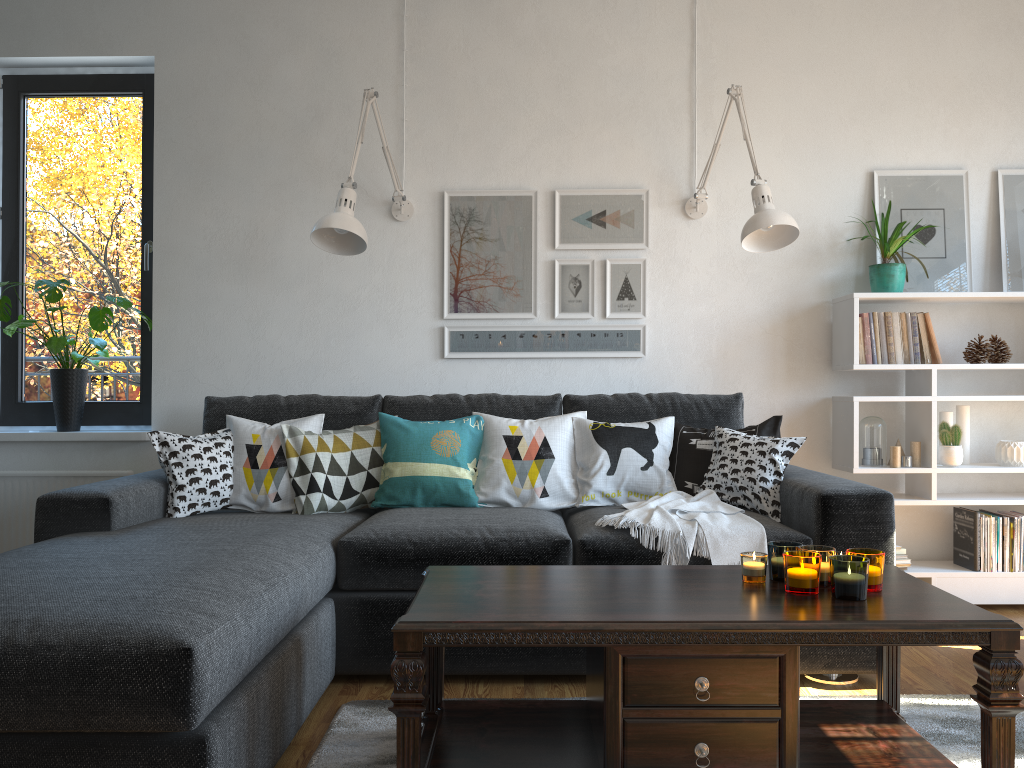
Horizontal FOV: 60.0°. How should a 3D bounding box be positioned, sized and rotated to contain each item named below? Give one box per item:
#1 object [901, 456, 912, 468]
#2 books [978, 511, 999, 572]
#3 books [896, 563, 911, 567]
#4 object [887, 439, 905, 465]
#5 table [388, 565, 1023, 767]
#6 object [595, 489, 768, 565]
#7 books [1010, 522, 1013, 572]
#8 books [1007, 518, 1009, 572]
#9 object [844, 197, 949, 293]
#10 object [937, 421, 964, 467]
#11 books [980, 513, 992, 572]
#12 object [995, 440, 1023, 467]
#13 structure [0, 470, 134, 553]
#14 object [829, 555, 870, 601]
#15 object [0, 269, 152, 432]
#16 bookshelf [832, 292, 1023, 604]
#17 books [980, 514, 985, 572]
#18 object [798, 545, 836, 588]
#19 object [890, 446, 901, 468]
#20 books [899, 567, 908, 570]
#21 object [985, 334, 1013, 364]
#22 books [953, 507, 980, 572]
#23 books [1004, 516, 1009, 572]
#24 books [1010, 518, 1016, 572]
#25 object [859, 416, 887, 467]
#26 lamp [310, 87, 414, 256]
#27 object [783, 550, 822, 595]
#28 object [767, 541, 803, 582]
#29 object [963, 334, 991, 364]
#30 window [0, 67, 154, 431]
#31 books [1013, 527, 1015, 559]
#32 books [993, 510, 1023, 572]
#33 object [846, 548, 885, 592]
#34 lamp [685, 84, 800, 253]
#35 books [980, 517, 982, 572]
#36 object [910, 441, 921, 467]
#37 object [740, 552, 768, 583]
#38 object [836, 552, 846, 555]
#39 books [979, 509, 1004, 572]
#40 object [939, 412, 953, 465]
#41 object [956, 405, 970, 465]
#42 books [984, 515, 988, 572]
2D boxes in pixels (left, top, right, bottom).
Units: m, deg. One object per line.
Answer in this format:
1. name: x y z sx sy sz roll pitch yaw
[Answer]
1. object: 1.542 0.361 3.461 0.040 0.044 0.040 0 -1 27
2. books: 1.875 0.677 3.496 0.007 0.214 0.171 0 0 1
3. books: 1.477 0.762 3.538 0.123 0.012 0.211 0 -1 -9
4. object: 1.544 0.330 3.543 0.062 0.108 0.062 0 0 1
5. table: 0.369 0.677 1.932 1.179 0.409 0.570 0 -1 1
6. object: 0.486 0.501 2.800 0.488 0.212 0.606 0 -1 -3
7. books: 1.928 0.691 3.487 0.005 0.191 0.152 0 0 1
8. books: 1.912 0.678 3.499 0.003 0.214 0.177 0 0 1
9. object: 1.512 -0.479 3.538 0.424 0.372 0.387 0 -1 -13
10. object: 1.711 0.296 3.458 0.088 0.173 0.087 0 0 17
11. books: 1.849 0.676 3.501 0.003 0.216 0.173 0 0 1
12. object: 1.984 0.336 3.501 0.132 0.097 0.134 1 -1 -29
13. structure: -1.802 0.615 3.673 0.817 0.459 0.076 0 0 -2
14. object: 0.703 0.431 1.845 0.079 0.081 0.079 0 -1 -4
15. object: -1.844 -0.113 3.624 0.657 0.675 0.447 0 0 -9
16. bookshelf: 1.912 0.309 3.530 1.189 1.200 0.237 0 0 1
17. books: 1.825 0.675 3.509 0.005 0.219 0.176 0 0 1
18. object: 0.679 0.434 1.968 0.079 0.081 0.079 0 -1 -4
19. object: 1.470 0.341 3.511 0.079 0.084 0.176 0 -1 -31
20. books: 1.465 0.776 3.539 0.145 0.018 0.184 0 -1 -10
21. object: 1.936 -0.073 3.532 0.101 0.125 0.096 0 0 16
22. books: 1.801 0.670 3.506 0.025 0.228 0.168 0 0 1
23. books: 1.915 0.681 3.503 0.006 0.209 0.170 0 0 0
24. books: 1.937 0.682 3.473 0.006 0.204 0.124 0 0 1
25. object: 1.444 0.285 3.552 0.108 0.197 0.108 0 0 12
26. lamp: -0.573 -0.762 3.368 0.200 0.669 0.698 0 -1 10
27. object: 0.623 0.432 1.899 0.079 0.081 0.079 0 -1 -4
28. object: 0.625 0.435 2.025 0.079 0.081 0.079 0 -1 -4
29. object: 1.855 -0.075 3.536 0.094 0.127 0.102 0 0 -44
30. window: -6.968 1.895 16.685 13.975 18.365 24.384 0 -1 7
31. books: 1.932 0.695 3.480 0.005 0.180 0.150 0 0 1
32. books: 1.986 0.680 3.502 0.092 0.217 0.191 0 0 1
33. object: 0.769 0.433 1.926 0.079 0.081 0.079 0 -1 -4
34. lamp: 0.860 -0.756 3.351 0.200 0.669 0.698 0 -1 -9
35. books: 1.816 0.680 3.507 0.005 0.209 0.170 0 0 1
36. object: 1.584 0.334 3.478 0.039 0.099 0.039 0 0 -3
37. object: 0.550 0.444 2.009 0.060 0.061 0.060 0 -1 6
38. object: 0.746 0.445 2.003 0.060 0.061 0.060 0 -1 6
39. books: 1.896 0.676 3.506 0.008 0.219 0.173 0 0 1
40. object: 1.754 0.279 3.582 0.051 0.213 0.051 0 0 7
41. object: 1.823 0.267 3.586 0.051 0.238 0.051 0 0 18
42. books: 1.834 0.678 3.503 0.004 0.214 0.176 0 0 1
